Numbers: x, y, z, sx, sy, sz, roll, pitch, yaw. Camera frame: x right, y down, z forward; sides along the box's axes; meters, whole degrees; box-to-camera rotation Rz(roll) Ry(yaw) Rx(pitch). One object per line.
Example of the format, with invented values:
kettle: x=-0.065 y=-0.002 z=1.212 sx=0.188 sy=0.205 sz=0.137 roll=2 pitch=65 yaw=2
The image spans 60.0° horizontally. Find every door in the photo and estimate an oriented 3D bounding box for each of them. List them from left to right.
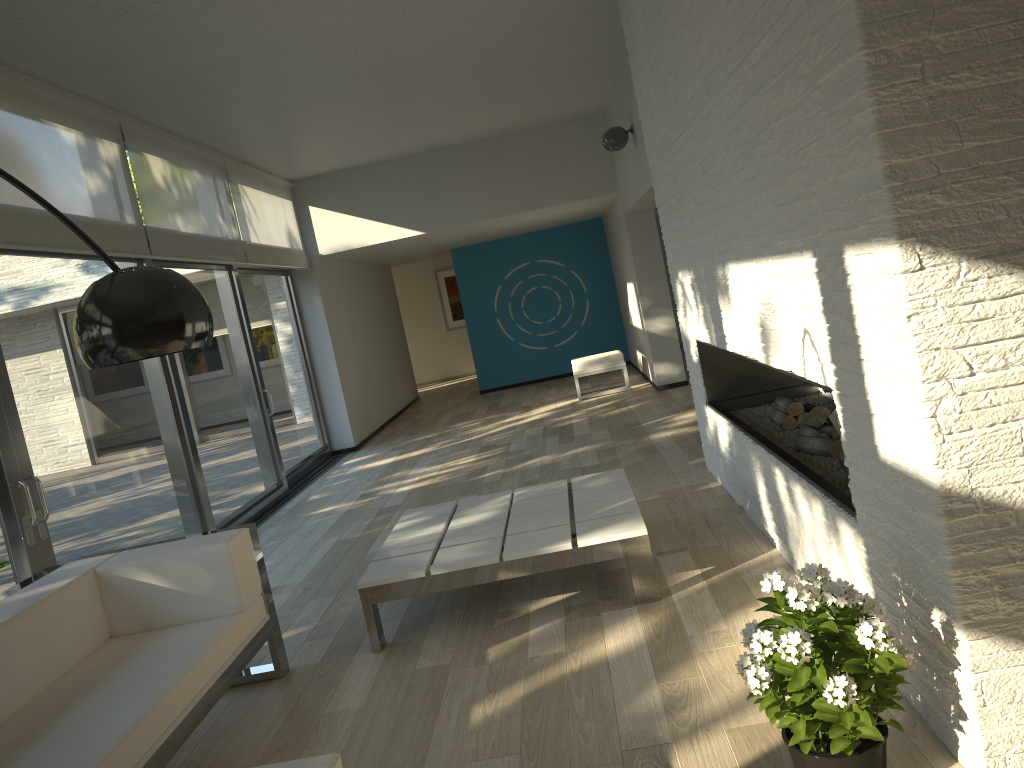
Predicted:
door: x=-1.390 y=0.035 z=5.896 sx=19.436 sy=2.371 sz=22.977 roll=-11 pitch=6 yaw=4

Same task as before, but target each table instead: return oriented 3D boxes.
table: x=0.011 y=0.791 z=4.265 sx=1.220 sy=0.305 sz=1.222 roll=-11 pitch=6 yaw=4

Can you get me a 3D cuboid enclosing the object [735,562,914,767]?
object: x=0.754 y=0.719 z=2.122 sx=0.404 sy=0.570 sz=0.431 roll=-9 pitch=6 yaw=26

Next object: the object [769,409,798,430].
object: x=1.366 y=0.177 z=4.469 sx=0.075 sy=0.074 sz=0.246 roll=-12 pitch=5 yaw=2

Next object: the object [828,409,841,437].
object: x=1.409 y=0.193 z=3.745 sx=0.064 sy=0.165 sz=0.226 roll=-12 pitch=5 yaw=3

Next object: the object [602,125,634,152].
object: x=0.903 y=-2.041 z=7.353 sx=0.315 sy=0.203 sz=0.201 roll=-11 pitch=5 yaw=4

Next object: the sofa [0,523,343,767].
sofa: x=-1.136 y=1.028 z=2.509 sx=1.545 sy=0.654 sz=2.407 roll=-11 pitch=5 yaw=4

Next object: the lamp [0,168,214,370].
lamp: x=-1.225 y=0.441 z=1.457 sx=1.757 sy=2.022 sz=0.282 roll=-17 pitch=7 yaw=-43

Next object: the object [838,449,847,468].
object: x=1.315 y=0.297 z=3.368 sx=0.075 sy=0.074 sz=0.246 roll=-12 pitch=5 yaw=2

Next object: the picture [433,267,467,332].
picture: x=-0.708 y=-1.717 z=16.960 sx=1.378 sy=1.190 sz=0.017 roll=-11 pitch=5 yaw=4

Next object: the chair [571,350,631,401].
chair: x=1.043 y=-0.113 z=10.534 sx=0.611 sy=0.441 sz=0.611 roll=-11 pitch=5 yaw=4

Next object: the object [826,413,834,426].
object: x=1.447 y=0.170 z=3.945 sx=0.064 sy=0.060 sz=0.229 roll=-11 pitch=6 yaw=5

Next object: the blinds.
blinds: x=-2.586 y=-1.105 z=3.983 sx=0.056 sy=0.983 sz=11.544 roll=-11 pitch=6 yaw=4

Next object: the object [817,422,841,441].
object: x=1.413 y=0.222 z=3.916 sx=0.076 sy=0.076 sz=0.236 roll=-12 pitch=5 yaw=2

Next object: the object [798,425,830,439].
object: x=1.342 y=0.235 z=3.934 sx=0.075 sy=0.074 sz=0.246 roll=-12 pitch=5 yaw=2

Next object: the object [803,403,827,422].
object: x=1.516 y=0.147 z=4.456 sx=0.082 sy=0.073 sz=0.237 roll=-12 pitch=5 yaw=3

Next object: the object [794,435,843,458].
object: x=1.297 y=0.263 z=3.746 sx=0.075 sy=0.074 sz=0.246 roll=-13 pitch=6 yaw=-18

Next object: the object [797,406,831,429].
object: x=1.372 y=0.170 z=4.027 sx=0.093 sy=0.170 sz=0.272 roll=-12 pitch=5 yaw=2

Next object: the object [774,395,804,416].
object: x=1.392 y=0.107 z=4.458 sx=0.082 sy=0.073 sz=0.237 roll=-12 pitch=5 yaw=3

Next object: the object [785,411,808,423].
object: x=1.437 y=0.164 z=4.451 sx=0.076 sy=0.076 sz=0.236 roll=-12 pitch=5 yaw=2
